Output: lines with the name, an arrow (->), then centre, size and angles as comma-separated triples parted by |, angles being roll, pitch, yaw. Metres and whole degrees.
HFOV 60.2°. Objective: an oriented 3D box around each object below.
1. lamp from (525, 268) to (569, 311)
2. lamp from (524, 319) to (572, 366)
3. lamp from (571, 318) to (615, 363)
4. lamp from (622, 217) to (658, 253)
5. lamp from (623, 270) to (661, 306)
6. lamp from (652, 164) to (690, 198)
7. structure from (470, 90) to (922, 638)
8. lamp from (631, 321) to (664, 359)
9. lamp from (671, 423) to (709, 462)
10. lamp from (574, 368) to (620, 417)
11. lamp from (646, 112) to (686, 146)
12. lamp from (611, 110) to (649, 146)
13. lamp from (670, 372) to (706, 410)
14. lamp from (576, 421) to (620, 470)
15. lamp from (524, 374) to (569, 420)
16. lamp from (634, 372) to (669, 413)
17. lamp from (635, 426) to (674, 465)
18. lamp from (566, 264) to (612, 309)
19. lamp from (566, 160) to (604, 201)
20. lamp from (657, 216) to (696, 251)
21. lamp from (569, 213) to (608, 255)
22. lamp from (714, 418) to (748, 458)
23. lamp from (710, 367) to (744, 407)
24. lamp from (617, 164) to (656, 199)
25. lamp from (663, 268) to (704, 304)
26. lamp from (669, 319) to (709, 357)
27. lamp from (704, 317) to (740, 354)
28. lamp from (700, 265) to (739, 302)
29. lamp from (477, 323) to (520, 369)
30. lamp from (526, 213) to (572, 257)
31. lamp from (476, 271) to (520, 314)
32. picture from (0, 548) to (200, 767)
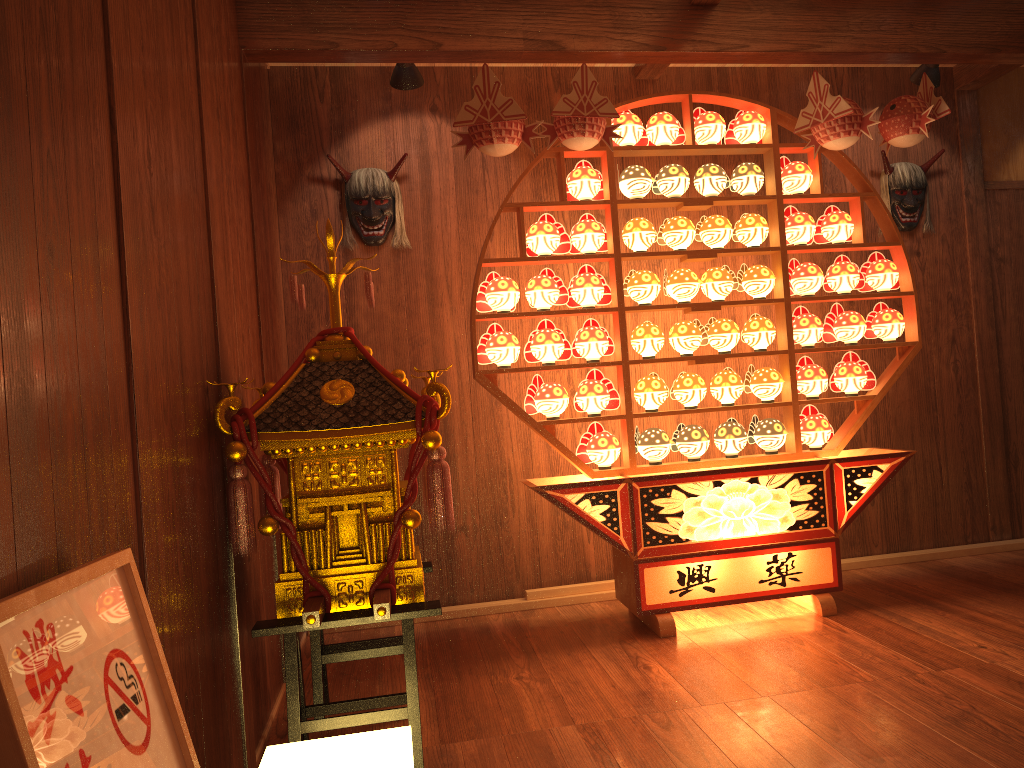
lamp -> 0.120, -0.388, 3.603 | 0.177, 0.191, 0.160 | -4, -1, 20
lamp -> 0.143, -0.173, 3.599 | 0.200, 0.200, 0.157 | -4, -1, 0
lamp -> 0.327, -0.182, 3.636 | 0.181, 0.192, 0.158 | -4, -1, 5
lamp -> 0.527, -0.625, 3.689 | 0.136, 0.167, 0.160 | -4, -1, 21
lamp -> 0.554, -0.406, 3.683 | 0.143, 0.167, 0.152 | -4, -1, -29
lamp -> 0.683, -0.854, 3.722 | 0.142, 0.161, 0.153 | -4, -1, -19
structure -> 0.818, -0.132, 3.734 | 1.986, 2.195, 0.484 | -4, -1, -11
lamp -> 0.564, -0.186, 3.683 | 0.137, 0.167, 0.159 | -4, -1, 11
lamp -> 0.765, 0.244, 3.712 | 0.143, 0.161, 0.152 | -4, -1, -29
lamp -> 0.329, 0.035, 3.629 | 0.197, 0.200, 0.160 | -4, -1, 15
lamp -> 0.630, -1.080, 3.722 | 0.166, 0.179, 0.160 | -4, -1, 21
lamp -> 0.478, -1.080, 3.688 | 0.200, 0.200, 0.157 | -4, -1, 0
lamp -> 0.750, 0.025, 3.713 | 0.141, 0.161, 0.155 | -4, -1, -9
lamp -> 0.379, 0.252, 3.638 | 0.199, 0.197, 0.153 | -4, -1, -20
lamp -> 0.168, 0.050, 3.604 | 0.152, 0.194, 0.192 | -5, -1, 41
lamp -> 0.575, 0.034, 3.682 | 0.136, 0.167, 0.160 | -4, -1, 21
lamp -> 0.601, 0.252, 3.684 | 0.153, 0.167, 0.142 | -4, -1, 21
lamp -> 0.308, -0.405, 3.638 | 0.199, 0.200, 0.158 | -4, -1, 5
lamp -> 0.296, -0.846, 3.647 | 0.199, 0.200, 0.158 | -4, -1, 5
lamp -> 0.709, -0.635, 3.723 | 0.143, 0.161, 0.152 | -4, -1, -29
lamp -> 0.311, -0.624, 3.644 | 0.188, 0.195, 0.158 | -4, -1, 5
lamp -> 0.924, 0.230, 3.746 | 0.136, 0.167, 0.160 | -4, -1, 21
lamp -> 0.909, 0.011, 3.748 | 0.136, 0.167, 0.160 | -4, -1, 21
lamp -> 0.526, -0.846, 3.704 | 0.156, 0.167, 0.140 | -4, -1, 6
lamp -> 0.729, -0.415, 3.727 | 0.153, 0.161, 0.142 | -4, -1, 21
lamp -> 0.724, -0.194, 3.722 | 0.162, 0.161, 0.135 | -4, -1, -34
lamp -> 0.902, -0.210, 3.750 | 0.143, 0.167, 0.153 | -4, -1, -24
lamp -> 0.867, -0.428, 3.760 | 0.162, 0.167, 0.134 | -3, -1, -44
lamp -> -0.035, -0.158, 3.564 | 0.194, 0.195, 0.153 | -4, -1, -25
lamp -> 0.124, -0.613, 3.610 | 0.197, 0.200, 0.160 | -4, -1, 15
lamp -> -0.035, -0.375, 3.570 | 0.195, 0.187, 0.152 | -4, -1, -30
picture -> -0.450, 0.623, 1.102 | 0.216, 0.787, 0.399 | -4, -1, -3
